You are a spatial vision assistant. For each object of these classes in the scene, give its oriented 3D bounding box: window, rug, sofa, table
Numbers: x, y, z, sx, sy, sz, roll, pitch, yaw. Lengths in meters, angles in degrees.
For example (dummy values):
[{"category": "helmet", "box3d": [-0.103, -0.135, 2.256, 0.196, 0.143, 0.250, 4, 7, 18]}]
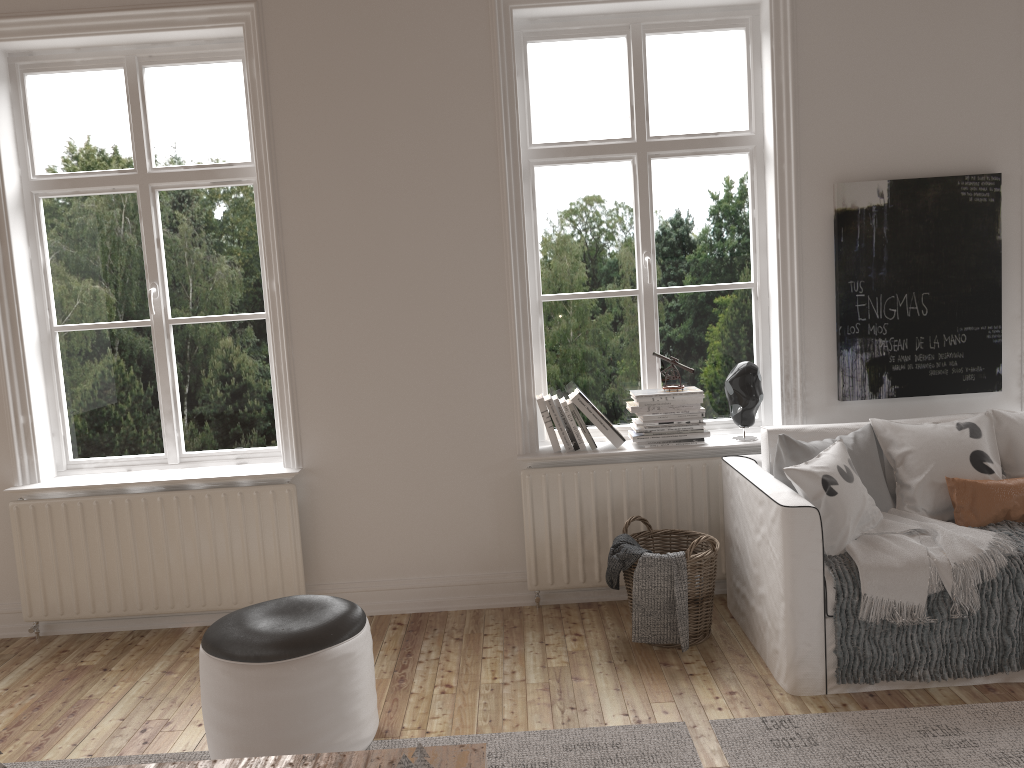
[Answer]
[{"category": "window", "box3d": [0.585, -0.657, 3.876, 1.055, 1.872, 0.120, -4, 6, 0]}, {"category": "window", "box3d": [-1.579, -0.522, 3.883, 1.055, 1.872, 0.120, -4, 6, 0]}, {"category": "rug", "box3d": [-0.690, 1.257, 1.657, 2.474, 0.003, 2.254, -4, 6, 0]}, {"category": "sofa", "box3d": [1.849, 0.529, 3.271, 1.960, 0.776, 0.866, -4, 6, 0]}, {"category": "table", "box3d": [-0.644, 1.092, 1.758, 1.189, 0.300, 0.821, -4, 6, 0]}, {"category": "rug", "box3d": [1.855, 1.098, 1.649, 2.474, 0.003, 2.254, -4, 6, 0]}]

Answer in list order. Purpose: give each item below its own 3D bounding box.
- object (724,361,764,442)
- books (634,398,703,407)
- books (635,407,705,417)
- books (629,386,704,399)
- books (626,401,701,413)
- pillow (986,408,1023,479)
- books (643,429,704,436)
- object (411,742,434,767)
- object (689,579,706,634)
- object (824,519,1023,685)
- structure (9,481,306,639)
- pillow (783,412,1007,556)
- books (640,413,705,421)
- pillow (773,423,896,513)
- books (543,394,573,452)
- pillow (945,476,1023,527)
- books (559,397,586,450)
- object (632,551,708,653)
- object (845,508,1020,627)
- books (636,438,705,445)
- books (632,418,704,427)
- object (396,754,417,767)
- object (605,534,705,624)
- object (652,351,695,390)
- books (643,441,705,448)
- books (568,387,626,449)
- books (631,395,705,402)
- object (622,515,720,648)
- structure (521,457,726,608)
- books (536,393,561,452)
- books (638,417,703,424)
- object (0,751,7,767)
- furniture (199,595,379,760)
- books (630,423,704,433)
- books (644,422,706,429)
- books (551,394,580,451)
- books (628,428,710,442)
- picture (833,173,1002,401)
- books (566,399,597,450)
[{"category": "object", "box3d": [0.997, 0.070, 3.818, 0.171, 0.340, 0.177, 1, 8, 36]}, {"category": "books", "box3d": [0.674, 0.070, 3.847, 0.273, 0.021, 0.174, -4, 6, 0]}, {"category": "books", "box3d": [0.680, 0.113, 3.868, 0.288, 0.016, 0.182, -4, 6, 0]}, {"category": "books", "box3d": [0.664, 0.037, 3.832, 0.288, 0.016, 0.182, -4, 6, 0]}, {"category": "books", "box3d": [0.655, 0.093, 3.865, 0.296, 0.028, 0.180, -4, 6, 0]}, {"category": "pillow", "box3d": [2.317, 0.301, 3.207, 1.081, 0.450, 0.403, -1, 7, 24]}, {"category": "books", "box3d": [0.691, 0.198, 3.862, 0.254, 0.013, 0.161, -4, 6, 0]}, {"category": "object", "box3d": [-0.190, 0.829, 1.895, 0.075, 0.137, 0.079, -9, 8, -41]}, {"category": "object", "box3d": [0.623, 0.872, 3.471, 0.291, 0.186, 0.280, -5, 6, -14]}, {"category": "object", "box3d": [1.868, 0.692, 3.132, 1.680, 0.423, 0.651, -4, 6, 1]}, {"category": "structure", "box3d": [-1.498, 0.861, 3.822, 1.223, 0.829, 0.095, -4, 6, 0]}, {"category": "pillow", "box3d": [1.384, 0.364, 3.237, 1.020, 0.414, 0.417, -6, 7, -18]}, {"category": "books", "box3d": [0.690, 0.130, 3.856, 0.263, 0.017, 0.167, -4, 6, 0]}, {"category": "pillow", "box3d": [1.193, 0.367, 3.321, 0.541, 0.431, 0.282, -7, 7, -26]}, {"category": "books", "box3d": [0.201, 0.166, 3.854, 0.112, 0.235, 0.172, -4, 6, 0]}, {"category": "pillow", "box3d": [1.785, 0.433, 3.188, 0.414, 0.220, 0.116, -3, 6, 1]}, {"category": "books", "box3d": [0.262, 0.170, 3.861, 0.101, 0.218, 0.161, -4, 6, 0]}, {"category": "object", "box3d": [0.594, 0.779, 3.417, 0.290, 0.356, 0.349, 0, 7, 29]}, {"category": "object", "box3d": [1.420, 0.584, 3.129, 0.588, 0.255, 0.729, -3, 6, 4]}, {"category": "books", "box3d": [0.678, 0.238, 3.856, 0.285, 0.012, 0.159, -4, 6, 0]}, {"category": "books", "box3d": [0.673, 0.159, 3.857, 0.285, 0.012, 0.159, -4, 6, 0]}, {"category": "object", "box3d": [-0.200, 0.815, 1.724, 0.111, 0.204, 0.118, -1, 7, 23]}, {"category": "object", "box3d": [0.542, 0.762, 3.443, 0.367, 0.332, 0.303, -5, 6, -9]}, {"category": "object", "box3d": [0.695, -0.061, 3.804, 0.092, 0.161, 0.177, -8, 7, -32]}, {"category": "books", "box3d": [0.695, 0.249, 3.862, 0.254, 0.012, 0.161, -4, 6, 0]}, {"category": "books", "box3d": [0.368, 0.145, 3.858, 0.226, 0.255, 0.176, -4, 6, 0]}, {"category": "books", "box3d": [0.671, 0.051, 3.844, 0.288, 0.016, 0.182, -4, 6, 0]}, {"category": "object", "box3d": [0.613, 0.762, 3.455, 0.393, 0.432, 0.393, -1, 7, 22]}, {"category": "structure", "box3d": [0.670, 0.725, 3.815, 1.223, 0.829, 0.095, -4, 6, 0]}, {"category": "books", "box3d": [0.157, 0.165, 3.865, 0.093, 0.239, 0.172, -4, 6, 0]}, {"category": "books", "box3d": [0.684, 0.146, 3.850, 0.254, 0.012, 0.161, -4, 6, 0]}, {"category": "object", "box3d": [-1.097, 0.850, 1.873, 0.108, 0.213, 0.109, -1, 7, 25]}, {"category": "furniture", "box3d": [-0.687, 0.920, 2.749, 0.518, 0.430, 0.518, -1, 7, 21]}, {"category": "books", "box3d": [0.673, 0.184, 3.876, 0.288, 0.016, 0.182, -4, 6, 0]}, {"category": "books", "box3d": [0.696, 0.170, 3.850, 0.256, 0.013, 0.161, -4, 6, 0]}, {"category": "books", "box3d": [0.233, 0.166, 3.857, 0.104, 0.232, 0.152, -4, 6, 0]}, {"category": "books", "box3d": [0.680, 0.217, 3.864, 0.331, 0.025, 0.176, -4, 6, 0]}, {"category": "picture", "box3d": [1.704, -0.400, 3.721, 0.680, 0.908, 0.041, -4, 6, 0]}, {"category": "books", "box3d": [0.301, 0.171, 3.856, 0.118, 0.213, 0.161, -4, 6, 0]}]
